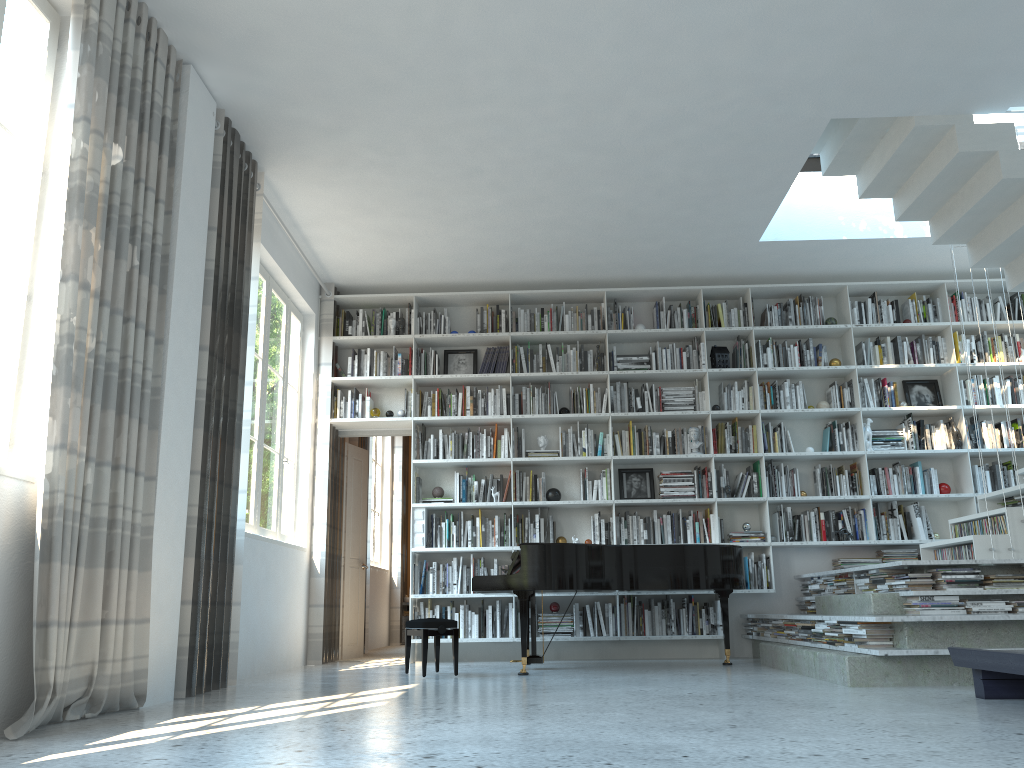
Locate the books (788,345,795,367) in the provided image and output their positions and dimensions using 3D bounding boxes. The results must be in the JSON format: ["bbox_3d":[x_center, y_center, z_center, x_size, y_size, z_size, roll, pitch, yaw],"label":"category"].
[{"bbox_3d":[2.440,-0.209,7.764,0.023,0.236,0.149,-1,-14,2],"label":"books"}]

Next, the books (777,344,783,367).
[{"bbox_3d":[2.335,-0.210,7.762,0.027,0.241,0.160,-1,-14,2],"label":"books"}]

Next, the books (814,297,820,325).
[{"bbox_3d":[2.682,-0.600,7.847,0.013,0.296,0.189,-1,-14,2],"label":"books"}]

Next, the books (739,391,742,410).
[{"bbox_3d":[1.962,0.176,7.680,0.027,0.196,0.185,-1,-14,2],"label":"books"}]

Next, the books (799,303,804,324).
[{"bbox_3d":[2.546,-0.574,7.848,0.008,0.250,0.170,-1,-14,2],"label":"books"}]

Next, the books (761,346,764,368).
[{"bbox_3d":[2.186,-0.202,7.782,0.012,0.239,0.139,-1,-14,2],"label":"books"}]

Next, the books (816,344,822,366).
[{"bbox_3d":[2.669,-0.216,7.747,0.054,0.235,0.172,-1,-14,2],"label":"books"}]

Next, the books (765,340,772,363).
[{"bbox_3d":[2.249,-0.226,7.778,0.011,0.282,0.173,-1,-14,2],"label":"books"}]

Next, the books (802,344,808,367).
[{"bbox_3d":[2.541,-0.213,7.756,0.030,0.237,0.186,-1,-14,2],"label":"books"}]

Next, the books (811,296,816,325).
[{"bbox_3d":[2.666,-0.604,7.878,0.008,0.320,0.134,-1,-14,2],"label":"books"}]

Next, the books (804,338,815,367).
[{"bbox_3d":[2.597,-0.239,7.752,0.029,0.284,0.184,-1,-14,2],"label":"books"}]

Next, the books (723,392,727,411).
[{"bbox_3d":[1.832,0.183,7.680,0.028,0.185,0.181,-1,-14,2],"label":"books"}]

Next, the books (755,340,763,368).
[{"bbox_3d":[2.163,-0.227,7.774,0.012,0.284,0.160,-1,-14,2],"label":"books"}]

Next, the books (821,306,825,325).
[{"bbox_3d":[2.722,-0.559,7.834,0.014,0.208,0.188,-1,-14,2],"label":"books"}]

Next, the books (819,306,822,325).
[{"bbox_3d":[2.706,-0.559,7.844,0.018,0.214,0.158,-1,-14,2],"label":"books"}]

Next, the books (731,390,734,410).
[{"bbox_3d":[1.895,0.175,7.696,0.023,0.206,0.171,-1,-14,2],"label":"books"}]

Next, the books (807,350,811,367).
[{"bbox_3d":[2.570,-0.185,7.753,0.027,0.181,0.176,-1,-14,2],"label":"books"}]

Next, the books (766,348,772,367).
[{"bbox_3d":[2.230,-0.194,7.753,0.026,0.207,0.181,-1,-14,2],"label":"books"}]

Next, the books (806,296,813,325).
[{"bbox_3d":[2.626,-0.604,7.850,0.008,0.306,0.183,-1,-14,2],"label":"books"}]

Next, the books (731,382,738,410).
[{"bbox_3d":[1.926,0.135,7.677,0.028,0.274,0.187,-1,-14,2],"label":"books"}]

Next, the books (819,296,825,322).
[{"bbox_3d":[2.731,-0.606,7.846,0.006,0.305,0.164,-1,-14,2],"label":"books"}]

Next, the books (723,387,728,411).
[{"bbox_3d":[1.852,0.160,7.706,0.024,0.242,0.159,-1,-14,2],"label":"books"}]

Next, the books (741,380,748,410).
[{"bbox_3d":[2.018,0.130,7.699,0.028,0.292,0.155,-1,-14,2],"label":"books"}]

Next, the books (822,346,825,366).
[{"bbox_3d":[2.692,-0.205,7.753,0.048,0.216,0.182,-1,-14,2],"label":"books"}]

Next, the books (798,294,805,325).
[{"bbox_3d":[2.553,-0.612,7.857,0.007,0.328,0.184,-1,-14,2],"label":"books"}]

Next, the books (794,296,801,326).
[{"bbox_3d":[2.521,-0.603,7.857,0.006,0.311,0.179,-1,-14,2],"label":"books"}]

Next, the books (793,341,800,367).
[{"bbox_3d":[2.489,-0.223,7.766,0.012,0.264,0.156,-1,-14,2],"label":"books"}]

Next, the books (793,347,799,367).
[{"bbox_3d":[2.461,-0.200,7.745,0.021,0.208,0.181,-1,-14,2],"label":"books"}]

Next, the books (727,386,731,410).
[{"bbox_3d":[1.869,0.155,7.702,0.028,0.249,0.165,-1,-14,2],"label":"books"}]

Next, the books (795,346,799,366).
[{"bbox_3d":[2.477,-0.203,7.760,0.011,0.221,0.159,-1,-14,2],"label":"books"}]

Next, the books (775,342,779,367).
[{"bbox_3d":[2.316,-0.221,7.790,0.012,0.276,0.133,-1,-14,2],"label":"books"}]

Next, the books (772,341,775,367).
[{"bbox_3d":[2.274,-0.222,7.769,0.010,0.268,0.166,-1,-14,2],"label":"books"}]

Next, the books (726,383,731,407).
[{"bbox_3d":[1.884,0.142,7.705,0.019,0.274,0.146,-1,-14,2],"label":"books"}]

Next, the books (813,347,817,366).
[{"bbox_3d":[2.628,-0.201,7.757,0.030,0.212,0.157,-1,-14,2],"label":"books"}]

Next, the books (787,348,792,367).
[{"bbox_3d":[2.416,-0.196,7.773,0.025,0.216,0.144,-1,-14,2],"label":"books"}]

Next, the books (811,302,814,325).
[{"bbox_3d":[2.637,-0.579,7.850,0.014,0.258,0.150,-1,-14,2],"label":"books"}]

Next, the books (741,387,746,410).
[{"bbox_3d":[2.001,0.159,7.691,0.024,0.233,0.150,-1,-14,2],"label":"books"}]

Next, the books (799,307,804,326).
[{"bbox_3d":[2.533,-0.553,7.828,0.018,0.200,0.189,-1,-14,2],"label":"books"}]

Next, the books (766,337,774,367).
[{"bbox_3d":[2.261,-0.240,7.774,0.014,0.306,0.153,-1,-14,2],"label":"books"}]

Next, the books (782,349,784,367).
[{"bbox_3d":[2.356,-0.193,7.776,0.014,0.214,0.132,-1,-14,2],"label":"books"}]

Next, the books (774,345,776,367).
[{"bbox_3d":[2.285,-0.204,7.773,0.012,0.235,0.166,-1,-14,2],"label":"books"}]

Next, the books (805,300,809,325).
[{"bbox_3d":[2.595,-0.585,7.856,0.008,0.274,0.163,-1,-14,2],"label":"books"}]

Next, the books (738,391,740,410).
[{"bbox_3d":[1.943,0.176,7.678,0.024,0.194,0.173,-1,-14,2],"label":"books"}]

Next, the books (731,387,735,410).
[{"bbox_3d":[1.910,0.159,7.694,0.023,0.235,0.179,-1,-14,2],"label":"books"}]

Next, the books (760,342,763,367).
[{"bbox_3d":[2.175,-0.220,7.792,0.011,0.279,0.134,-1,-14,2],"label":"books"}]

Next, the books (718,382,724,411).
[{"bbox_3d":[1.820,0.140,7.713,0.018,0.284,0.160,-1,-14,2],"label":"books"}]

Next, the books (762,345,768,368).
[{"bbox_3d":[2.205,-0.206,7.776,0.026,0.242,0.148,-1,-14,2],"label":"books"}]

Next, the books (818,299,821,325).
[{"bbox_3d":[2.692,-0.593,7.839,0.008,0.278,0.181,-1,-14,2],"label":"books"}]

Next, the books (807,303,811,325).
[{"bbox_3d":[2.611,-0.575,7.852,0.024,0.251,0.150,-1,-14,2],"label":"books"}]

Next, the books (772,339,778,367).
[{"bbox_3d":[2.299,-0.232,7.786,0.021,0.295,0.139,-1,-14,2],"label":"books"}]

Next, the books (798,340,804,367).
[{"bbox_3d":[2.520,-0.231,7.780,0.012,0.284,0.160,-1,-14,2],"label":"books"}]

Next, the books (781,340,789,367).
[{"bbox_3d":[2.397,-0.228,7.783,0.013,0.283,0.155,-1,-14,2],"label":"books"}]

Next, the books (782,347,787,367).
[{"bbox_3d":[2.377,-0.197,7.780,0.028,0.223,0.142,-1,-14,2],"label":"books"}]

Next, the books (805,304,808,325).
[{"bbox_3d":[2.584,-0.587,7.861,0.012,0.279,0.144,-1,-14,2],"label":"books"}]

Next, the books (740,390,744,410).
[{"bbox_3d":[1.983,0.169,7.682,0.029,0.210,0.158,-1,-14,2],"label":"books"}]

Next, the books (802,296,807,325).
[{"bbox_3d":[2.564,-0.602,7.837,0.015,0.298,0.183,-1,-14,2],"label":"books"}]

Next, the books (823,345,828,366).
[{"bbox_3d":[2.729,-0.208,7.770,0.026,0.228,0.141,-1,-14,2],"label":"books"}]

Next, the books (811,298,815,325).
[{"bbox_3d":[2.652,-0.598,7.859,0.019,0.298,0.137,-1,-14,2],"label":"books"}]
